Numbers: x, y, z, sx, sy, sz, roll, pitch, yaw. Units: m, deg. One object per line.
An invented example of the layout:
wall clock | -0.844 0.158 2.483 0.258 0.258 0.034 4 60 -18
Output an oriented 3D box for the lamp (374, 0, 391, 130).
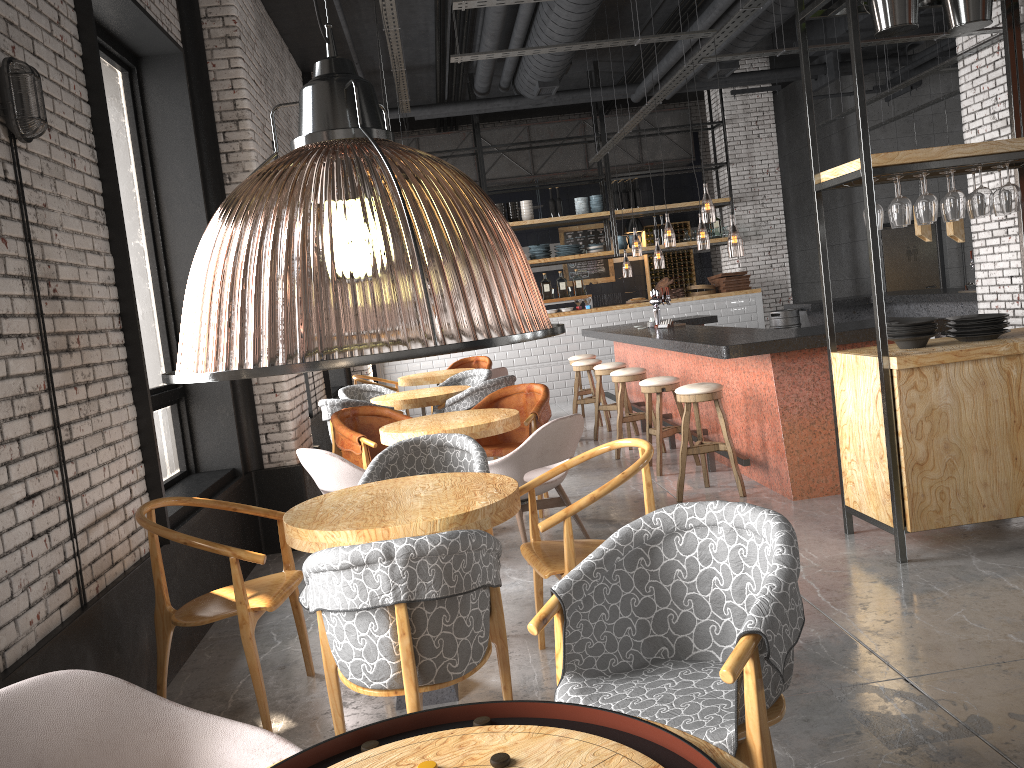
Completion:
lamp | -0.524 -1.413 3.415 0.536 2.402 0.538 -4 5 38

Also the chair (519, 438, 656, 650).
chair | 0.376 0.717 3.648 0.644 0.920 0.613 -8 4 -12

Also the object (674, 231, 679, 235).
object | 3.123 -2.867 16.808 0.079 0.079 0.284 -7 5 -4

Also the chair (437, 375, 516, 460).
chair | -0.203 0.401 7.862 0.643 0.927 0.682 -3 6 40

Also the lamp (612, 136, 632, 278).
lamp | 1.214 -1.994 9.963 0.108 1.596 0.109 -5 5 28

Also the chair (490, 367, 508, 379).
chair | -0.384 0.248 10.159 0.802 0.849 0.772 -2 6 45

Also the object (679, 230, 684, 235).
object | 3.218 -2.878 16.806 0.079 0.079 0.284 -7 5 -4

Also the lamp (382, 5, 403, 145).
lamp | -0.717 -1.603 5.771 0.536 2.402 0.538 -4 5 38

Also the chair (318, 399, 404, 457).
chair | -1.359 0.552 7.723 0.681 0.927 0.645 -3 6 40

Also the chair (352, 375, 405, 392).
chair | -1.607 0.321 10.648 0.643 0.920 0.613 -7 4 3

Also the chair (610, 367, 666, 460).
chair | 1.069 0.258 8.197 0.439 0.804 0.480 -9 5 -30

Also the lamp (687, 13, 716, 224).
lamp | 1.435 -2.037 6.821 0.108 1.596 0.109 -5 5 28

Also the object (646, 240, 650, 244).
object | 2.574 -2.694 16.794 0.079 0.079 0.284 -7 5 -4

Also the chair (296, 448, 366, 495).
chair | -0.860 0.735 5.406 0.770 0.849 0.804 -2 6 45

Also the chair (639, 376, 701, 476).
chair | 1.256 0.336 7.415 0.481 0.804 0.439 -9 5 -25

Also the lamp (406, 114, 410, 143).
lamp | -1.099 -1.979 10.434 0.536 2.402 0.538 -4 5 38

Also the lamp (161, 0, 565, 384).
lamp | -0.337 -1.229 1.135 0.536 2.402 0.538 -4 5 38

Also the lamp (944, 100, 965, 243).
lamp | 4.852 -2.362 9.813 0.127 1.604 0.127 -7 4 -4

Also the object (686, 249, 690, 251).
object | 3.348 -2.578 16.835 0.079 0.079 0.284 -7 5 -4

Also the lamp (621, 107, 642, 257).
lamp | 1.239 -2.143 9.362 0.108 1.596 0.109 -5 5 28

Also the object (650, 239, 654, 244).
object | 2.669 -2.704 16.781 0.079 0.079 0.284 -7 5 -4

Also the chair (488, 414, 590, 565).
chair | 0.098 0.614 5.474 0.802 0.849 0.772 -2 6 45

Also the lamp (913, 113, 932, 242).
lamp | 4.795 -2.443 10.458 0.127 1.544 0.127 -7 4 -4

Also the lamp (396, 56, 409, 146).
lamp | -0.910 -1.793 8.128 0.536 2.402 0.538 -4 5 38

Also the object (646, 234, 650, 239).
object | 2.562 -2.797 16.782 0.079 0.079 0.284 -7 5 -4

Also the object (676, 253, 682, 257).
object | 3.173 -2.451 16.837 0.079 0.079 0.284 -7 5 -4

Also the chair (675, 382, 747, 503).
chair | 1.391 0.395 6.255 0.438 0.804 0.481 -3 6 44

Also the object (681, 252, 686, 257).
object | 3.265 -2.464 16.860 0.079 0.079 0.284 -7 5 -4

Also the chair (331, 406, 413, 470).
chair | -0.959 0.623 6.412 0.643 0.927 0.682 -3 6 38

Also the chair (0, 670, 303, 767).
chair | -0.717 1.053 1.707 0.802 0.849 0.772 -4 6 35

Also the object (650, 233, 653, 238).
object | 2.658 -2.806 16.750 0.079 0.079 0.284 -7 5 -4

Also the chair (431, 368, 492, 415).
chair | -0.411 0.335 8.861 0.681 0.927 0.645 -3 6 40

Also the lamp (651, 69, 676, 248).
lamp | 1.349 -2.035 8.018 0.108 1.596 0.109 -5 5 28

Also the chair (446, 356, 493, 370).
chair | -0.471 0.126 11.253 0.681 0.927 0.645 -5 5 18

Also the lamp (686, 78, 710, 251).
lamp | 1.532 -1.851 7.419 0.108 1.459 0.108 -9 5 -32

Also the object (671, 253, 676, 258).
object | 3.079 -2.441 16.846 0.079 0.079 0.284 -7 5 -4

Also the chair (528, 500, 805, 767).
chair | 0.512 0.818 2.308 0.681 0.927 0.645 -2 6 45

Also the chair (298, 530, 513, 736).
chair | -0.319 0.878 2.739 0.681 0.927 0.644 -7 4 -5

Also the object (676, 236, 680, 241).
object | 3.135 -2.765 16.831 0.079 0.079 0.284 -7 5 -4

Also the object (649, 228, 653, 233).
object | 2.642 -2.913 16.782 0.079 0.079 0.284 -7 5 -4

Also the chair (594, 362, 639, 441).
chair | 1.016 0.178 9.150 0.438 0.804 0.481 -4 5 35

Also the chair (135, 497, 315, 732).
chair | -1.197 0.908 3.622 0.643 0.920 0.613 -7 4 3

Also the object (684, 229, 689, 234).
object | 3.312 -2.889 16.799 0.079 0.079 0.284 -7 5 -4

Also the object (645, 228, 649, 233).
object | 2.552 -2.899 16.740 0.079 0.079 0.284 -7 5 -4

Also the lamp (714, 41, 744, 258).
lamp | 1.514 -1.699 6.304 0.108 1.596 0.109 -5 5 28

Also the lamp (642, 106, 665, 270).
lamp | 1.370 -1.930 8.729 0.108 1.596 0.108 -8 4 -22

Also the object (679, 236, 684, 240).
object | 3.229 -2.775 16.823 0.079 0.079 0.284 -7 5 -4

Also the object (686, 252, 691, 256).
object | 3.360 -2.475 16.851 0.079 0.079 0.284 -7 5 -4

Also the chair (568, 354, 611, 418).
chair | 0.855 0.045 10.837 0.439 0.804 0.480 -10 5 -35

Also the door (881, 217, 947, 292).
door | 6.595 -1.634 14.609 1.120 2.100 0.158 -7 4 -4

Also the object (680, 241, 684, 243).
object | 3.243 -2.670 16.811 0.079 0.079 0.284 -7 5 -4

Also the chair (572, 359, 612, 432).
chair | 0.893 0.127 9.880 0.481 0.804 0.439 -9 5 -30

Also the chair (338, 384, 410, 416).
chair | -1.359 0.462 8.721 0.643 0.927 0.682 -3 6 40

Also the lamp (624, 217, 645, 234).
lamp | 2.246 -3.323 16.667 0.390 0.936 0.391 -7 4 -2

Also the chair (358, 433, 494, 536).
chair | -0.354 0.737 4.349 0.681 0.927 0.645 -6 4 5

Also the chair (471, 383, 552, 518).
chair | 0.067 0.484 6.582 0.680 0.927 0.645 -4 5 33
